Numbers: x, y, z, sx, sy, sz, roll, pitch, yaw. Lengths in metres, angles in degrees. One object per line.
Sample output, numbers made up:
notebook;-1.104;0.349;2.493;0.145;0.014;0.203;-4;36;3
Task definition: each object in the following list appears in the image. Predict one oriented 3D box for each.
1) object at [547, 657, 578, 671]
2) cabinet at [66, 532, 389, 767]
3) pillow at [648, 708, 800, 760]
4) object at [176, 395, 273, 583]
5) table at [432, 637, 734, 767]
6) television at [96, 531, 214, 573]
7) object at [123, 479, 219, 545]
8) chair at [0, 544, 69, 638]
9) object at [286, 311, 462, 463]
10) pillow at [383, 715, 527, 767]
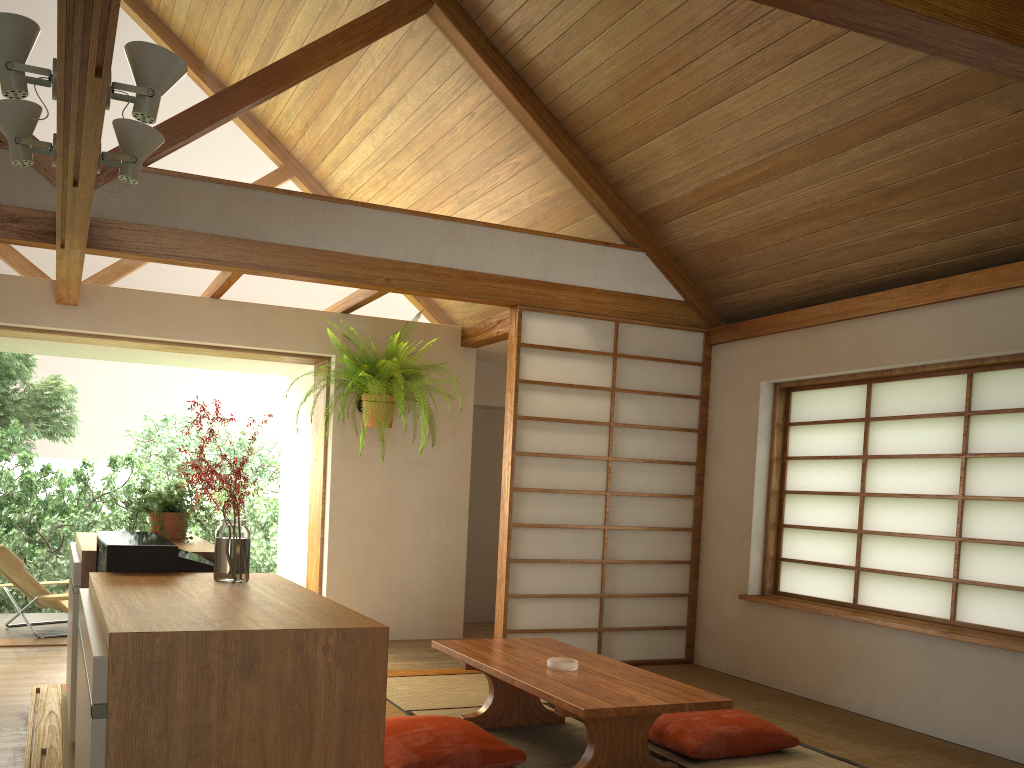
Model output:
object;0.198;1.090;3.410;0.127;0.030;0.112;-3;-8;39
cabinet;-1.150;0.950;2.882;0.530;0.737;2.793;3;-6;-27
pillow;0.791;1.441;3.704;0.530;0.131;0.592;5;-7;-26
object;-0.775;0.280;2.326;0.228;0.501;0.234;2;1;-18
table;0.192;1.278;3.443;0.572;0.336;1.267;5;-7;-26
television;-1.114;0.777;2.886;0.467;0.540;0.674;3;-3;-26
object;-1.550;0.608;3.861;0.522;0.377;0.546;1;-4;26
chair;-3.107;1.414;6.168;0.855;0.628;1.161;0;-5;40
object;-0.834;0.046;5.891;1.205;1.130;1.117;4;-2;-31
pillow;-0.318;1.333;3.268;0.526;0.148;0.596;6;-7;-31
